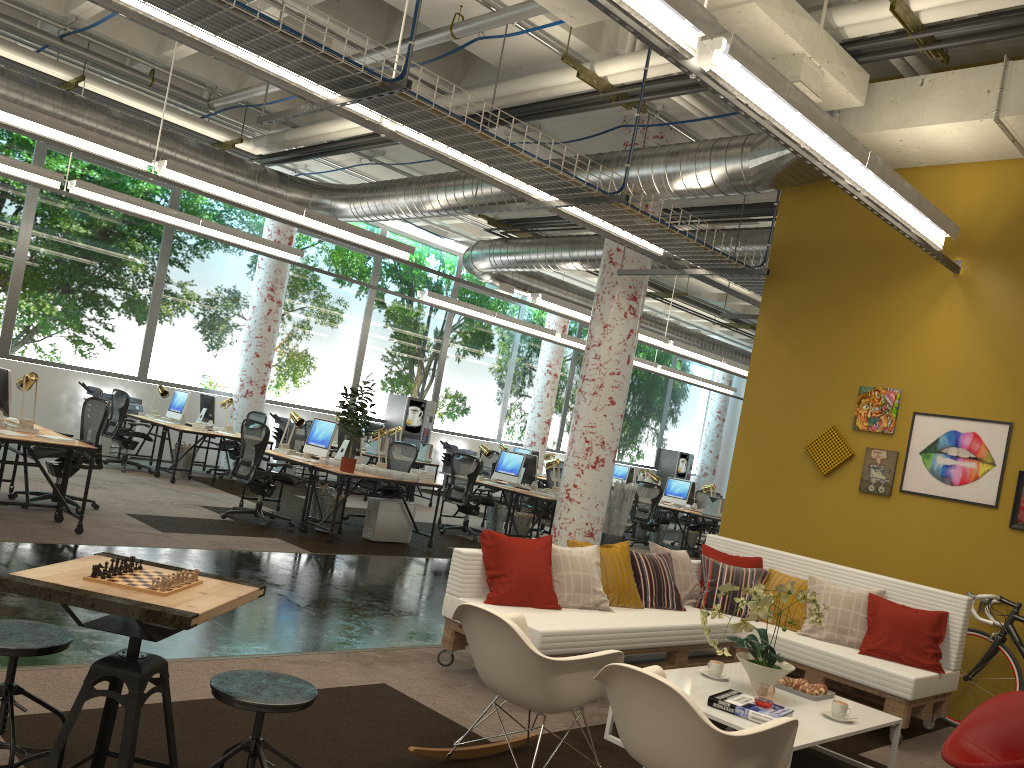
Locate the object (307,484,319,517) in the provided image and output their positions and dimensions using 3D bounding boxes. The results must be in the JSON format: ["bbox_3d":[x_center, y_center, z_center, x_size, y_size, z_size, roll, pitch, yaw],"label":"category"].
[{"bbox_3d":[-2.423,1.410,10.766,0.120,0.403,0.234,11,-1,-44],"label":"object"}]

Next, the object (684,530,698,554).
[{"bbox_3d":[2.991,2.661,14.902,0.120,0.403,0.234,11,-1,-44],"label":"object"}]

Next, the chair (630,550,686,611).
[{"bbox_3d":[0.977,1.384,6.219,0.525,0.408,0.340,12,-2,-29],"label":"chair"}]

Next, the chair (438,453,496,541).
[{"bbox_3d":[-0.577,1.493,11.889,0.767,1.085,0.796,10,-1,29],"label":"chair"}]

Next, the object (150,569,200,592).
[{"bbox_3d":[-1.098,0.630,2.898,0.056,0.053,0.251,10,-3,6],"label":"object"}]

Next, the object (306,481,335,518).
[{"bbox_3d":[-2.362,1.411,10.818,0.357,0.435,0.355,9,-2,42],"label":"object"}]

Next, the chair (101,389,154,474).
[{"bbox_3d":[-5.332,0.643,12.304,0.767,1.085,0.796,10,-1,29],"label":"chair"}]

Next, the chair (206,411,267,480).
[{"bbox_3d":[-4.196,0.932,13.716,0.767,1.085,0.796,10,-1,29],"label":"chair"}]

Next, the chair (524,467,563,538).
[{"bbox_3d":[0.558,1.782,13.301,0.767,1.085,0.796,10,-1,29],"label":"chair"}]

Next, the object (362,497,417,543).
[{"bbox_3d":[-1.375,1.539,10.005,0.544,0.454,0.220,12,-2,-45],"label":"object"}]

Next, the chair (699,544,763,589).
[{"bbox_3d":[1.673,1.502,6.813,0.533,0.437,0.288,10,-1,18],"label":"chair"}]

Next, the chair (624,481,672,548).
[{"bbox_3d":[2.263,2.170,14.627,0.767,1.085,0.796,10,-1,29],"label":"chair"}]

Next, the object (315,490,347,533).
[{"bbox_3d":[-2.037,1.416,9.853,0.357,0.435,0.355,9,-2,42],"label":"object"}]

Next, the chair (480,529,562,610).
[{"bbox_3d":[0.045,1.128,5.374,0.536,0.444,0.300,11,-2,-28],"label":"chair"}]

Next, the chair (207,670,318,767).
[{"bbox_3d":[-0.851,1.230,2.891,0.346,0.497,0.338,10,-1,5],"label":"chair"}]

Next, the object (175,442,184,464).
[{"bbox_3d":[-5.046,1.103,13.440,0.120,0.403,0.234,11,-1,-44],"label":"object"}]

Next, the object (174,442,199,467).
[{"bbox_3d":[-4.985,1.103,13.492,0.357,0.435,0.355,9,-2,42],"label":"object"}]

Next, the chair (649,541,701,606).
[{"bbox_3d":[1.221,1.418,6.559,0.548,0.437,0.333,12,-2,-40],"label":"chair"}]

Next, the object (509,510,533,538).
[{"bbox_3d":[0.095,1.957,12.111,0.357,0.435,0.355,9,-2,42],"label":"object"}]

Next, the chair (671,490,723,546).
[{"bbox_3d":[3.399,2.459,16.040,0.767,1.085,0.796,10,-1,29],"label":"chair"}]

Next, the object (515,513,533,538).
[{"bbox_3d":[0.151,1.984,12.163,0.120,0.403,0.234,11,-1,-44],"label":"object"}]

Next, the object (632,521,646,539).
[{"bbox_3d":[2.376,2.647,16.338,0.353,0.398,0.353,10,-2,0],"label":"object"}]

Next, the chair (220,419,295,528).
[{"bbox_3d":[-2.709,0.951,9.630,0.767,1.085,0.796,10,-1,29],"label":"chair"}]

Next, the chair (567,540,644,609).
[{"bbox_3d":[0.633,1.273,5.950,0.549,0.438,0.315,12,-2,-32],"label":"chair"}]

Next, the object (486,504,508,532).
[{"bbox_3d":[-0.231,1.952,13.077,0.357,0.435,0.355,9,-2,42],"label":"object"}]

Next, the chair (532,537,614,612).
[{"bbox_3d":[0.386,1.229,5.660,0.527,0.401,0.330,11,-2,-26],"label":"chair"}]

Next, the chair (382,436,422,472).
[{"bbox_3d":[-2.020,1.457,15.921,0.767,1.085,0.796,10,-1,29],"label":"chair"}]

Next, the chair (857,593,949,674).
[{"bbox_3d":[2.571,1.637,5.801,0.517,0.394,0.336,10,-2,23],"label":"chair"}]

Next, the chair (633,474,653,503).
[{"bbox_3d":[3.018,2.672,21.026,0.767,1.085,0.796,10,-1,29],"label":"chair"}]

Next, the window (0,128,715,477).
[{"bbox_3d":[-3.492,-1.373,16.299,26.343,3.761,0.050,14,-2,-45],"label":"window"}]

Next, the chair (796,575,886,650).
[{"bbox_3d":[2.267,1.578,6.093,0.524,0.427,0.313,10,-1,24],"label":"chair"}]

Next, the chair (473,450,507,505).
[{"bbox_3d":[-0.380,1.838,17.321,0.767,1.085,0.796,10,-1,29],"label":"chair"}]

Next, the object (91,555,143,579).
[{"bbox_3d":[-1.296,0.595,2.917,0.056,0.053,0.250,10,-3,6],"label":"object"}]

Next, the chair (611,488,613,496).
[{"bbox_3d":[1.883,2.384,19.614,0.767,1.085,0.796,10,-1,29],"label":"chair"}]

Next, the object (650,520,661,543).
[{"bbox_3d":[2.549,2.629,15.763,0.120,0.403,0.234,11,-1,-44],"label":"object"}]

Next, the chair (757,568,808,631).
[{"bbox_3d":[1.985,1.575,6.389,0.519,0.381,0.368,8,-3,42],"label":"chair"}]

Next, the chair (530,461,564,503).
[{"bbox_3d":[0.756,2.127,18.734,0.767,1.085,0.796,10,-1,29],"label":"chair"}]

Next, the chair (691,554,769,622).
[{"bbox_3d":[1.608,1.513,6.523,0.515,0.392,0.359,10,-2,14],"label":"chair"}]

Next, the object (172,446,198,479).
[{"bbox_3d":[-4.660,1.108,12.526,0.357,0.435,0.355,9,-2,42],"label":"object"}]

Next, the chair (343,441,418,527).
[{"bbox_3d":[-1.574,1.240,11.043,0.767,1.085,0.796,10,-1,29],"label":"chair"}]

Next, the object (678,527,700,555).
[{"bbox_3d":[2.935,2.634,14.850,0.357,0.435,0.355,9,-2,42],"label":"object"}]

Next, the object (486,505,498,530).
[{"bbox_3d":[-0.292,1.952,13.025,0.120,0.403,0.234,11,-1,-44],"label":"object"}]

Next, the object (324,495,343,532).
[{"bbox_3d":[-1.981,1.442,9.905,0.120,0.403,0.234,11,-1,-44],"label":"object"}]

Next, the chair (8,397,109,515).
[{"bbox_3d":[-4.198,0.627,8.347,0.767,1.085,0.796,10,-1,29],"label":"chair"}]

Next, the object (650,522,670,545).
[{"bbox_3d":[2.610,2.630,15.815,0.357,0.435,0.355,9,-2,42],"label":"object"}]

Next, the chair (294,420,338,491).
[{"bbox_3d":[-3.156,1.168,14.509,0.767,1.085,0.796,10,-1,29],"label":"chair"}]

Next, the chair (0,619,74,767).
[{"bbox_3d":[-1.701,1.078,2.969,0.346,0.497,0.338,10,-1,5],"label":"chair"}]

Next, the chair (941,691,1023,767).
[{"bbox_3d":[2.118,1.658,3.669,0.634,0.812,0.837,10,-2,20],"label":"chair"}]
